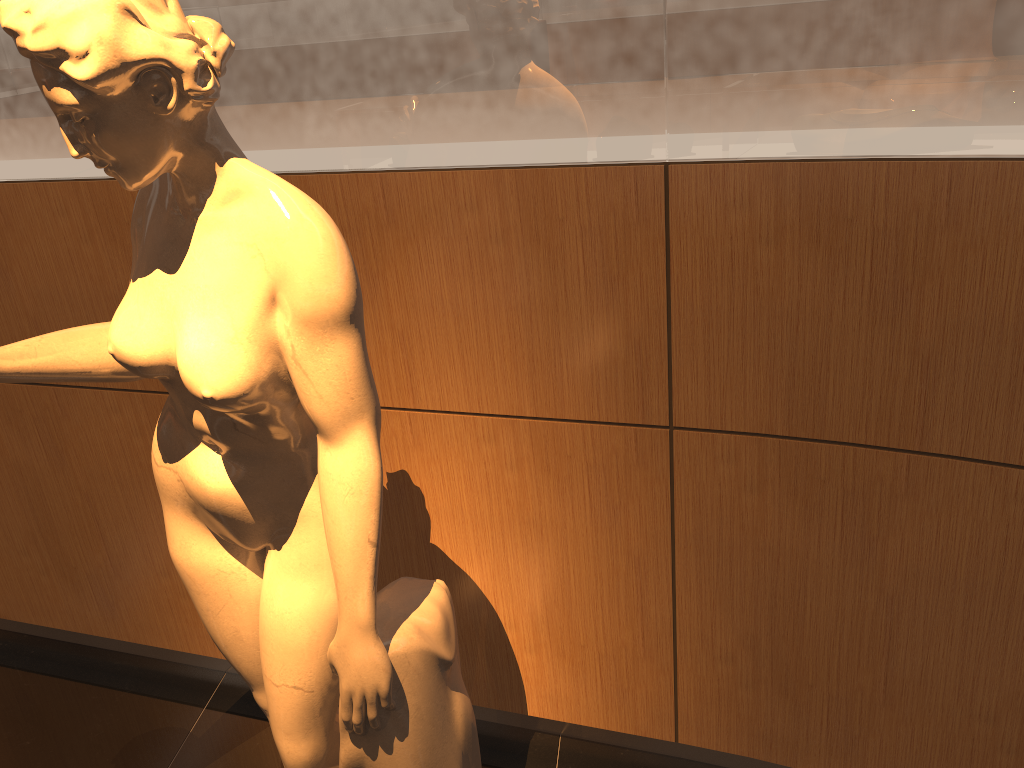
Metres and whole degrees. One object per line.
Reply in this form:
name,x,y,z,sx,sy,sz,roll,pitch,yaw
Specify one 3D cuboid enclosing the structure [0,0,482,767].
structure,-0.402,0.301,1.458,0.733,1.836,0.477,-2,24,9
